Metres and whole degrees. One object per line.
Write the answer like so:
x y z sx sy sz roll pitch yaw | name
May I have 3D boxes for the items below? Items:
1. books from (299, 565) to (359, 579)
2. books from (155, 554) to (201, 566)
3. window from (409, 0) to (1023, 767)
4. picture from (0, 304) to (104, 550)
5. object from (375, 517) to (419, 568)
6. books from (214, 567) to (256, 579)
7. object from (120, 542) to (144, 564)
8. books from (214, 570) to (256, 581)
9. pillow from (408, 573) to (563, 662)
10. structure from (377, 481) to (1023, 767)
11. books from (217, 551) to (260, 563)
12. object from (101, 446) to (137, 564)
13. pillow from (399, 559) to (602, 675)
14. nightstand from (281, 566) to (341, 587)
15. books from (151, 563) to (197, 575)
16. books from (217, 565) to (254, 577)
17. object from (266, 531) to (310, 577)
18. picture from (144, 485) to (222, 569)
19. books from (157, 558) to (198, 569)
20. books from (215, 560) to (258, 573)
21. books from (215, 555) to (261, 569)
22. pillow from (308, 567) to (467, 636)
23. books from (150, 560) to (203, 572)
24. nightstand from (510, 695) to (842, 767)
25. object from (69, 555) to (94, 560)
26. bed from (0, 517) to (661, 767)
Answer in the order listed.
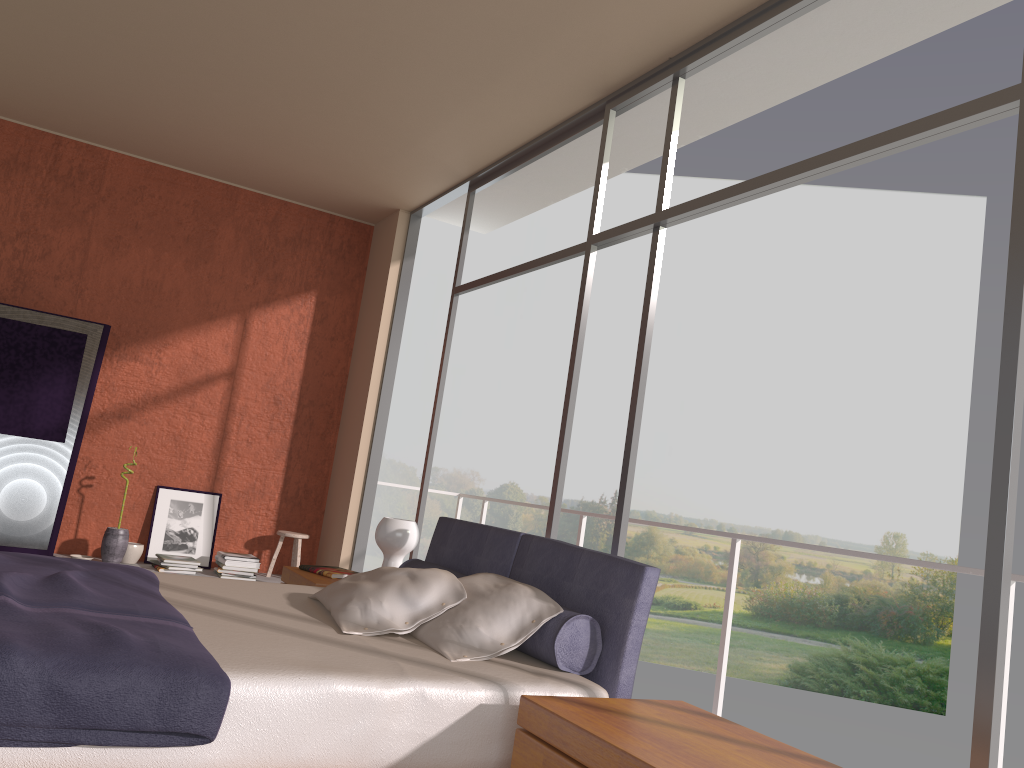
-0.934 0.989 4.657 0.287 0.025 0.247 1 -10 43 | books
-2.316 1.216 6.148 0.247 0.018 0.328 13 -9 -30 | books
0.912 0.052 3.133 0.075 3.133 6.106 12 -8 -27 | window
-3.327 0.231 5.575 1.129 1.496 0.126 12 -8 -27 | picture
-0.598 0.857 4.510 0.224 0.338 0.224 11 -8 -16 | object
-1.968 1.343 6.304 0.247 0.018 0.287 12 -9 -27 | books
-2.668 1.179 6.172 0.179 0.137 0.180 10 -8 -15 | object
-1.968 1.360 6.296 0.247 0.018 0.328 12 -8 -25 | books
-0.163 0.811 3.148 0.400 0.265 0.791 12 -8 -24 | pillow
1.026 1.103 3.357 0.728 1.005 7.689 12 -8 -27 | structure
-1.951 1.232 6.318 0.247 0.025 0.287 12 -9 -27 | books
-2.639 0.819 6.014 0.165 0.810 0.165 9 -8 -4 | object
-0.118 0.872 3.479 0.205 0.201 1.470 12 -8 -27 | pillow
-0.870 1.281 4.548 0.562 0.556 0.628 12 -8 -27 | nightstand
-2.339 1.279 6.133 0.247 0.025 0.287 13 -9 -30 | books
-1.956 1.320 6.283 0.247 0.025 0.287 11 -8 -16 | books
-1.651 1.288 6.628 0.260 0.349 0.257 4 -9 32 | object
-2.384 1.044 6.447 0.458 0.550 0.117 12 -8 -27 | picture
-2.315 1.237 6.141 0.247 0.025 0.287 12 -8 -25 | books
-1.958 1.295 6.305 0.247 0.027 0.328 12 -8 -25 | books
-1.953 1.263 6.309 0.247 0.038 0.319 13 -9 -30 | books
-0.493 0.802 3.378 0.431 0.264 0.869 11 -8 -19 | pillow
-2.328 1.259 6.150 0.247 0.018 0.328 15 -10 -42 | books
0.374 1.154 2.222 0.562 0.556 0.628 12 -8 -27 | nightstand
-2.879 1.172 5.929 0.152 0.040 0.152 7 -8 8 | object
-1.048 0.850 2.998 2.462 0.959 2.017 12 -8 -27 | bed
